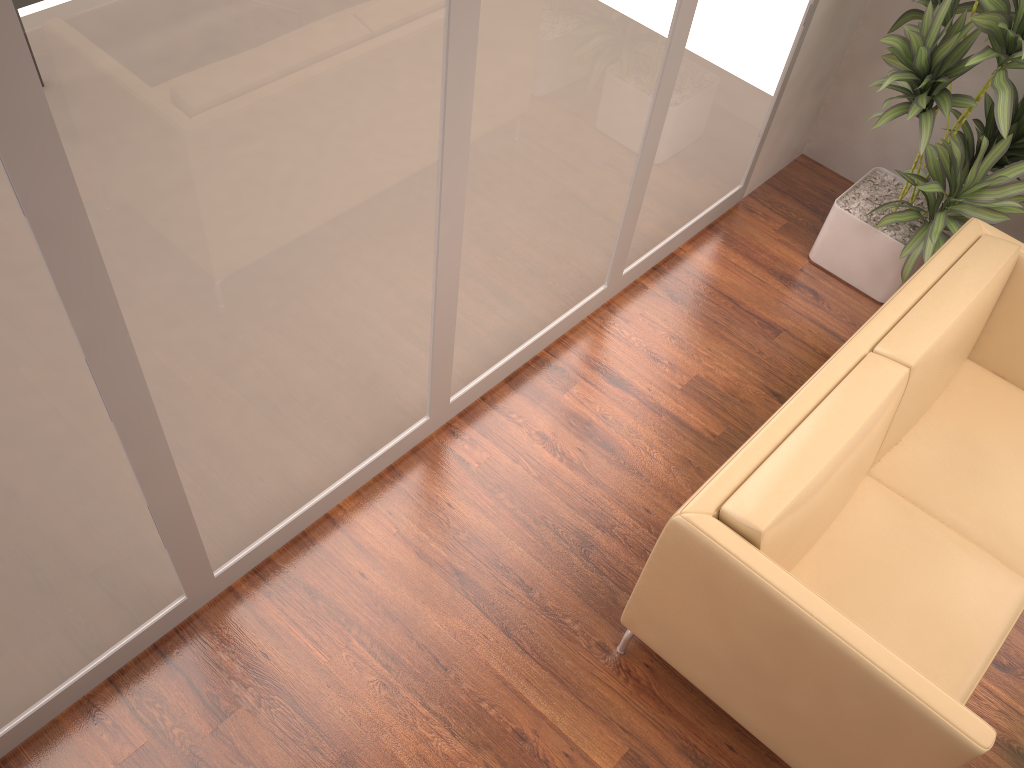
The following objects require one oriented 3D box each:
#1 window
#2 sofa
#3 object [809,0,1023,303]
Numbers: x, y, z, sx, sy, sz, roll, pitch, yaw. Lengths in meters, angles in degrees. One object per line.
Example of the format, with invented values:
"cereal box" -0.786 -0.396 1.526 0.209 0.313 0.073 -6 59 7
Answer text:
"window" -1.462 0.140 0.941 0.061 3.436 8.322 39 58 22
"sofa" 1.277 0.355 2.789 0.863 0.878 1.751 39 58 21
"object" 1.801 -1.231 3.232 1.065 2.204 0.936 -21 57 -22
